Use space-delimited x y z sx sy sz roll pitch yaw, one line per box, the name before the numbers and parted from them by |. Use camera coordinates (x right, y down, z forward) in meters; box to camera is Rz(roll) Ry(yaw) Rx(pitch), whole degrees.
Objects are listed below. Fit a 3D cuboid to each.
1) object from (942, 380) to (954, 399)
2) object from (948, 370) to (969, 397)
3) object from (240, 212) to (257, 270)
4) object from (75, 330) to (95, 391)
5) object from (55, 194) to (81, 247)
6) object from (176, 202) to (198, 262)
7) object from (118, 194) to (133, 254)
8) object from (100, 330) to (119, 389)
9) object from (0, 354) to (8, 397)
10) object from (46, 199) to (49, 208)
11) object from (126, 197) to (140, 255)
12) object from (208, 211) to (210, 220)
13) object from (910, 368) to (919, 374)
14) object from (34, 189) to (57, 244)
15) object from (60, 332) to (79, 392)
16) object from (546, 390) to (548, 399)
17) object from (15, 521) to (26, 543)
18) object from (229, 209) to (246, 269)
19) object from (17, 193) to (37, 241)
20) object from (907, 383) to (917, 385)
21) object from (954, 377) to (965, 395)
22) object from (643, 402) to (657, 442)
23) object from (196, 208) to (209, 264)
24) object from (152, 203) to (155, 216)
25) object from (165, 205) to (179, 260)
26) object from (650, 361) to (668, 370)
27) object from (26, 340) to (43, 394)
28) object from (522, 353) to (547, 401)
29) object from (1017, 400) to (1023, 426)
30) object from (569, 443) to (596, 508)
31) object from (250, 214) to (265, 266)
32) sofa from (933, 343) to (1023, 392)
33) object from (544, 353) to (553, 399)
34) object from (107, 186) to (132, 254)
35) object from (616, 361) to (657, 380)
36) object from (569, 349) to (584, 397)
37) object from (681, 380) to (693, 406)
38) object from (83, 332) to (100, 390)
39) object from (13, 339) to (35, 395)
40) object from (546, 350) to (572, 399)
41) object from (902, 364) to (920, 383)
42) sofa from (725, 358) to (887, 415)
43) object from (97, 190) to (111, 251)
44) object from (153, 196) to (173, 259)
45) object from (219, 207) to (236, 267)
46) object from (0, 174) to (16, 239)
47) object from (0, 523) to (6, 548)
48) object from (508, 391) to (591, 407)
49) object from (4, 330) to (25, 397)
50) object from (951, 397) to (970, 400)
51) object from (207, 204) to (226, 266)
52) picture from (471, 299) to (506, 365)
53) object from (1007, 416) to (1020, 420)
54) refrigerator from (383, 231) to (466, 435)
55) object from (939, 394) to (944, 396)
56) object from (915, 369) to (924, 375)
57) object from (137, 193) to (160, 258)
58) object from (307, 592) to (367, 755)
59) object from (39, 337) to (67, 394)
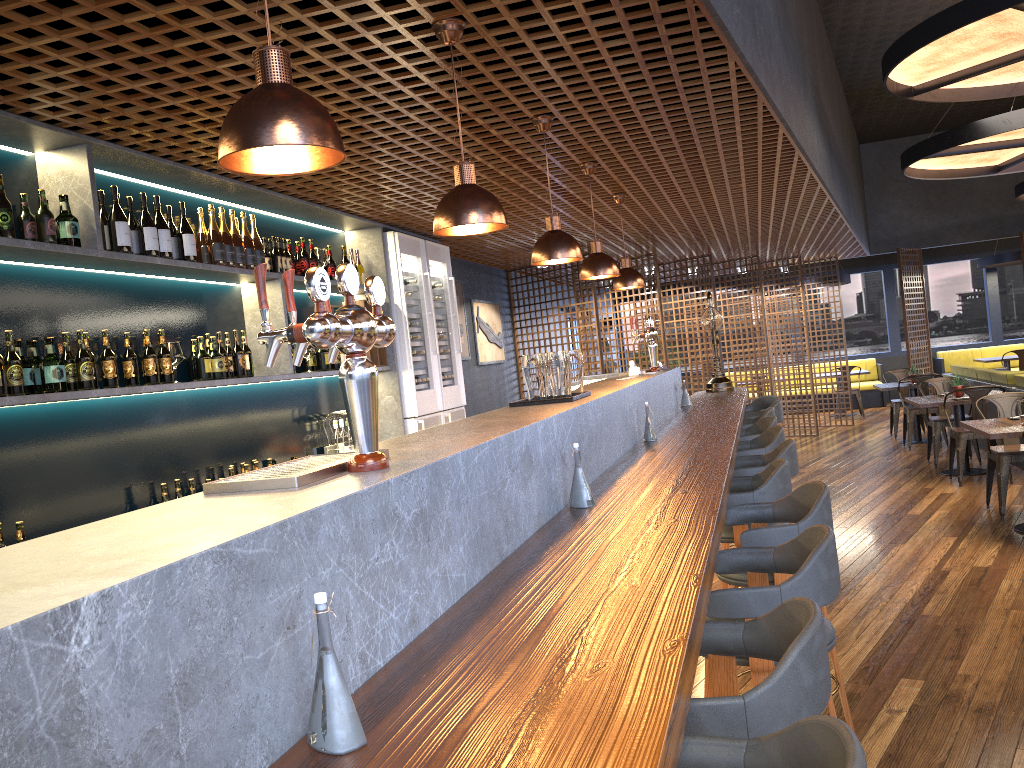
object | 4.304 0.059 8.744 0.102 0.178 0.102 -6 1 1
object | 4.483 -0.011 8.890 0.260 0.271 0.238 -6 1 17
object | -1.460 -0.782 4.874 0.084 0.330 0.084 -6 1 23
object | -1.777 -0.097 3.674 0.063 0.254 0.063 -5 2 34
object | -1.817 -0.659 3.618 0.088 0.224 0.088 -5 2 30
object | -1.614 -0.743 4.378 0.086 0.310 0.085 -7 2 -41
object | -1.795 -0.715 4.062 0.085 0.310 0.086 -5 2 43
object | -1.733 -0.105 3.804 0.063 0.254 0.063 -7 2 -32
object | -1.877 -0.075 3.217 0.063 0.254 0.063 -6 1 3
object | -1.918 -0.649 3.653 0.088 0.224 0.088 -6 1 10
object | -1.775 -0.720 4.151 0.086 0.310 0.085 -7 2 -33
object | -1.591 -0.764 4.744 0.084 0.330 0.084 -6 1 23
object | 5.282 -0.116 11.625 0.102 0.178 0.102 -5 2 31
object | -1.829 -0.651 3.469 0.068 0.217 0.068 -6 1 1
object | -1.852 -0.089 3.704 0.063 0.254 0.063 -7 2 -41
object | 0.158 -0.033 3.945 0.105 0.209 0.105 -7 2 -39
object | -1.802 0.633 3.270 0.063 0.254 0.063 -6 1 8
object | -1.492 -0.776 4.776 0.084 0.330 0.084 -6 1 23
object | -1.917 -0.642 3.502 0.068 0.217 0.068 -6 1 21
object | 5.082 -0.004 11.189 0.255 0.019 0.157 -6 1 15
object | 4.556 0.025 9.020 0.102 0.178 0.102 -6 1 1
object | 0.713 0.195 4.641 0.069 0.203 0.114 -6 1 5
object | -1.619 -0.759 4.653 0.084 0.330 0.084 -6 1 23
object | -1.726 -0.729 4.336 0.085 0.310 0.086 -5 2 43
object | -1.698 -0.735 4.427 0.086 0.310 0.085 -7 2 -33
object | 1.163 -0.158 7.052 0.091 0.091 0.177 -6 1 -9
object | -1.919 -0.064 3.562 0.088 0.224 0.088 -6 1 -10
object | 0.099 -0.022 3.724 0.105 0.209 0.105 -7 2 -39
object | 3.564 0.201 6.145 0.102 0.178 0.102 -7 2 -39
object | 0.211 0.292 2.857 0.069 0.203 0.114 -7 1 -24
object | -1.437 -0.787 4.967 0.084 0.330 0.084 -6 1 23
sofa | 9.518 -0.289 16.279 3.061 0.914 0.966 -6 1 16
object | 0.185 -0.033 3.812 0.105 0.209 0.105 -7 2 -39
object | -1.739 -0.718 3.913 0.085 0.310 0.086 -5 2 43
object | 0.848 -0.106 6.000 0.200 0.106 0.766 -6 1 16
object | 0.270 -0.045 3.920 0.105 0.209 0.105 -7 2 -39
object | 1.352 0.070 6.958 0.069 0.203 0.114 -7 2 -40
object | -1.817 -0.096 3.805 0.063 0.254 0.063 -6 1 -12
object | -1.923 -0.061 3.462 0.088 0.224 0.088 -7 1 -20
object | 0.200 -0.031 3.683 0.105 0.209 0.105 -7 2 -39
object | 5.200 -0.150 11.465 0.260 0.271 0.238 -6 1 17
sofa | 5.618 0.108 17.387 3.061 0.914 0.966 -6 1 16
object | -1.822 -0.710 3.966 0.085 0.310 0.086 -5 2 30
object | -1.663 -0.733 4.191 0.085 0.310 0.086 -5 2 43
object | -1.518 -0.771 4.687 0.084 0.330 0.084 -6 1 23
object | -1.907 -0.656 3.319 0.063 0.254 0.063 -7 2 -26
object | -1.898 0.643 3.296 0.063 0.254 0.063 -6 1 -12
object | 0.171 0.064 3.826 0.273 0.019 0.437 -6 1 16
object | -1.896 -0.077 3.365 0.063 0.254 0.063 -5 2 44
object | 4.356 0.137 8.584 0.255 0.019 0.157 -6 1 15
object | -1.542 -0.766 4.596 0.084 0.330 0.084 -6 1 23
picture | -0.244 -0.570 9.782 0.028 0.697 1.039 -6 1 16
object | 3.835 0.242 6.591 0.255 0.019 0.157 -6 1 15
refrigerator | -0.760 -0.085 7.112 0.454 2.109 1.159 -6 1 16
object | 4.558 0.101 9.189 0.255 0.019 0.157 -6 1 15
object | 5.205 -0.101 11.314 0.102 0.178 0.102 -6 1 21
object | -1.690 -0.728 4.102 0.086 0.310 0.085 -7 2 -41
object | -0.242 0.381 1.182 0.069 0.203 0.114 -7 2 -27
object | -1.818 -0.073 3.504 0.088 0.224 0.088 -5 2 30
